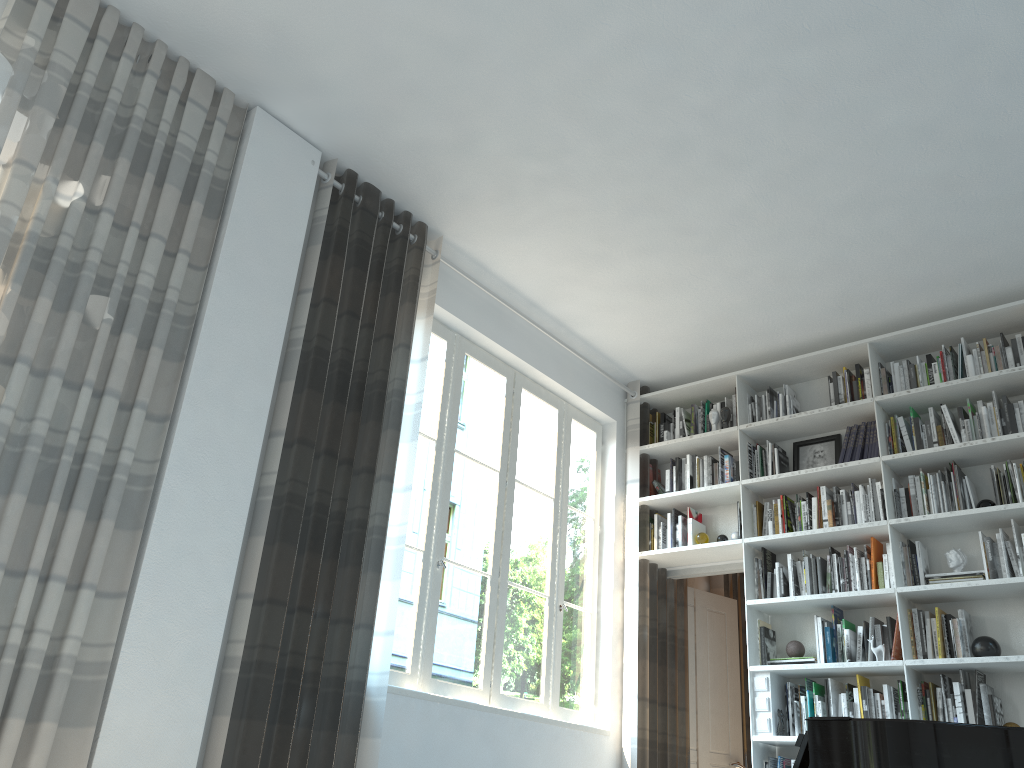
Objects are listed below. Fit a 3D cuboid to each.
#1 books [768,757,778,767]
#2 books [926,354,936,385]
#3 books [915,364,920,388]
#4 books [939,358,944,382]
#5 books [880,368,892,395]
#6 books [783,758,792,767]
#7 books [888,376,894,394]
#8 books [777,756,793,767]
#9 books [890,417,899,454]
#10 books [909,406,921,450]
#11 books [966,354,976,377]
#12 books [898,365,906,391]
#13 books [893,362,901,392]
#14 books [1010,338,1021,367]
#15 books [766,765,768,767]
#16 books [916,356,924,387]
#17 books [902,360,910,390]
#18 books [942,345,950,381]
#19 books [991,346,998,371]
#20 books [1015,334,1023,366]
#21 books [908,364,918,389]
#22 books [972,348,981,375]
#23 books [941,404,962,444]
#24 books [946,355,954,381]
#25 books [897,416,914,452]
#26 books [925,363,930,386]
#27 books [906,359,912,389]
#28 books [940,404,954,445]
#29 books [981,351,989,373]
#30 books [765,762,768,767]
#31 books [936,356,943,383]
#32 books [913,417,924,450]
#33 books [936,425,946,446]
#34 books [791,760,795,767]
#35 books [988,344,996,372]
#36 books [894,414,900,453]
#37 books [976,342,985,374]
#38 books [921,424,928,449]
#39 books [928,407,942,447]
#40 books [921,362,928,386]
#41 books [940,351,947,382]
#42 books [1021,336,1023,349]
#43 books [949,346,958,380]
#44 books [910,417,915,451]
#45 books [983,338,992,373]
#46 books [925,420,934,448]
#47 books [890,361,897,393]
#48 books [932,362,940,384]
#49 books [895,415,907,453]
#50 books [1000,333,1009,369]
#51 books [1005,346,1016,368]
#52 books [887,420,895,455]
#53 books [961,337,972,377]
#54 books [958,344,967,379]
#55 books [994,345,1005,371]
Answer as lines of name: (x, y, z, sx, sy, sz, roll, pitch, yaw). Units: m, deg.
books: (1.442, 2.181, 4.816, 0.011, 0.275, 0.190, -16, -32, 36)
books: (2.454, -0.024, 5.145, 0.028, 0.266, 0.152, -16, -32, 36)
books: (2.388, 0.011, 5.159, 0.015, 0.206, 0.167, -16, -32, 36)
books: (2.489, -0.022, 5.082, 0.011, 0.215, 0.160, -16, -32, 36)
books: (2.243, 0.039, 5.274, 0.029, 0.236, 0.156, -16, -32, 36)
books: (1.509, 2.179, 4.798, 0.010, 0.272, 0.150, -16, -32, 36)
books: (2.271, 0.064, 5.258, 0.024, 0.182, 0.134, -16, -32, 36)
books: (1.472, 2.174, 4.805, 0.052, 0.282, 0.173, -16, -32, 36)
books: (2.235, 0.347, 5.123, 0.013, 0.282, 0.159, -16, -32, 36)
books: (2.317, 0.303, 5.055, 0.012, 0.313, 0.172, -16, -32, 36)
books: (2.609, -0.044, 4.990, 0.031, 0.189, 0.182, -16, -32, 36)
books: (2.323, 0.025, 5.211, 0.023, 0.219, 0.182, -16, -32, 36)
books: (2.306, 0.017, 5.237, 0.031, 0.253, 0.146, -16, -32, 36)
books: (2.789, -0.114, 4.870, 0.026, 0.236, 0.149, -16, -32, 36)
books: (1.436, 2.209, 4.830, 0.029, 0.238, 0.155, -16, -32, 36)
books: (2.400, -0.016, 5.165, 0.010, 0.263, 0.161, -16, -32, 36)
books: (2.344, 0.006, 5.206, 0.023, 0.250, 0.171, -16, -32, 36)
books: (2.513, -0.064, 5.088, 0.010, 0.297, 0.151, -16, -32, 36)
books: (2.699, -0.085, 4.909, 0.013, 0.206, 0.178, -16, -32, 36)
books: (2.816, -0.128, 4.864, 0.030, 0.260, 0.152, -16, -32, 36)
books: (2.362, 0.011, 5.163, 0.029, 0.207, 0.179, -16, -32, 36)
books: (2.638, -0.067, 4.989, 0.026, 0.234, 0.134, -16, -32, 36)
books: (2.470, 0.272, 4.933, 0.075, 0.284, 0.179, -16, -32, 36)
books: (2.533, -0.035, 5.071, 0.029, 0.234, 0.130, -16, -32, 36)
books: (2.287, 0.339, 5.087, 0.067, 0.273, 0.168, -16, -32, 36)
books: (2.438, 0.004, 5.146, 0.012, 0.215, 0.150, -16, -32, 36)
books: (2.356, 0.001, 5.192, 0.012, 0.248, 0.174, -16, -32, 36)
books: (2.452, 0.279, 4.983, 0.013, 0.314, 0.135, -16, -32, 36)
books: (2.675, -0.063, 4.966, 0.029, 0.212, 0.142, -16, -32, 36)
books: (1.429, 2.212, 4.855, 0.012, 0.253, 0.161, -16, -32, 36)
books: (2.485, -0.025, 5.099, 0.013, 0.233, 0.155, -16, -32, 36)
books: (2.332, 0.332, 5.028, 0.031, 0.240, 0.182, -16, -32, 36)
books: (2.424, 0.341, 4.963, 0.034, 0.179, 0.160, -16, -32, 36)
books: (1.551, 2.162, 4.747, 0.030, 0.265, 0.172, -16, -32, 36)
books: (2.694, -0.086, 4.932, 0.021, 0.227, 0.161, -16, -32, 36)
books: (2.259, 0.340, 5.135, 0.014, 0.307, 0.130, -16, -32, 36)
books: (2.655, -0.086, 4.985, 0.014, 0.267, 0.157, -16, -32, 36)
books: (2.360, 0.349, 5.013, 0.024, 0.200, 0.154, -16, -32, 36)
books: (2.400, 0.293, 4.997, 0.023, 0.292, 0.156, -16, -32, 36)
books: (2.429, 0.003, 5.167, 0.025, 0.233, 0.130, -16, -32, 36)
books: (2.500, -0.041, 5.083, 0.013, 0.250, 0.184, -16, -32, 36)
books: (2.824, -0.126, 4.826, 0.026, 0.224, 0.172, -16, -32, 36)
books: (2.541, -0.064, 5.057, 0.013, 0.275, 0.165, -16, -32, 36)
books: (2.312, 0.334, 5.056, 0.011, 0.258, 0.157, -16, -32, 36)
books: (2.677, -0.102, 4.946, 0.014, 0.265, 0.192, -16, -32, 36)
books: (2.377, 0.332, 4.996, 0.029, 0.218, 0.158, -16, -32, 36)
books: (2.298, 0.019, 5.271, 0.021, 0.277, 0.141, -16, -32, 36)
books: (2.469, -0.004, 5.107, 0.030, 0.200, 0.152, -16, -32, 36)
books: (2.253, 0.339, 5.108, 0.010, 0.286, 0.149, -16, -32, 36)
books: (2.749, -0.126, 4.907, 0.013, 0.284, 0.160, -16, -32, 36)
books: (2.759, -0.088, 4.869, 0.031, 0.184, 0.177, -16, -32, 36)
books: (2.211, 0.358, 5.118, 0.023, 0.255, 0.175, -16, -32, 36)
books: (2.600, -0.092, 5.035, 0.014, 0.314, 0.166, -16, -32, 36)
books: (2.565, -0.071, 5.036, 0.052, 0.271, 0.173, -16, -32, 36)
books: (2.712, -0.088, 4.894, 0.026, 0.199, 0.188, -16, -32, 36)
